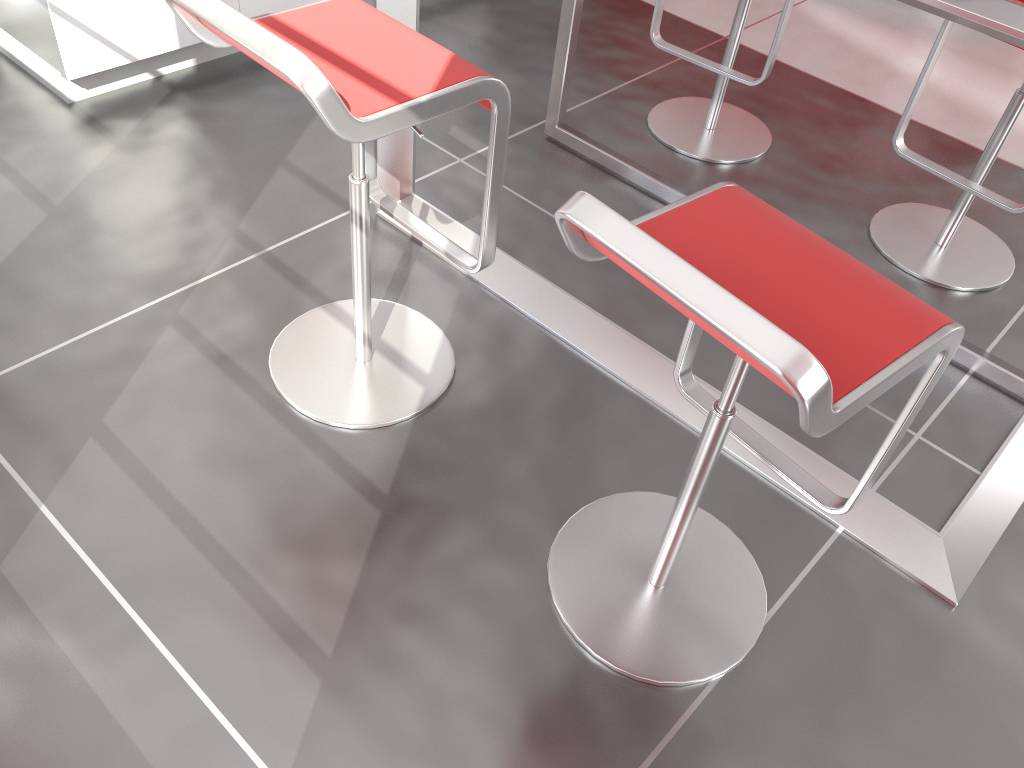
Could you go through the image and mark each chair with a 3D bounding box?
[{"bbox_3d":[-0.314,-0.344,1.729,0.460,0.857,0.418,-32,57,-33],"label":"chair"},{"bbox_3d":[1.324,-0.716,2.332,0.460,0.857,0.418,-30,56,-32],"label":"chair"},{"bbox_3d":[0.718,-1.165,2.693,0.418,0.857,0.460,32,50,22],"label":"chair"},{"bbox_3d":[0.303,0.087,1.386,0.460,0.857,0.418,-27,55,-30],"label":"chair"}]

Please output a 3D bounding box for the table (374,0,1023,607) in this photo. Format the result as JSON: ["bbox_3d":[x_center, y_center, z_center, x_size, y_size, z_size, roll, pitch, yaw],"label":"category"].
[{"bbox_3d":[0.563,-0.558,1.964,1.700,1.000,0.800,36,51,25],"label":"table"}]

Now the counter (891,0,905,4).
[{"bbox_3d":[2.014,-2.568,4.258,2.865,0.880,1.868,-6,46,-13],"label":"counter"}]

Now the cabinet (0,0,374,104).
[{"bbox_3d":[-0.881,-1.722,3.005,0.610,0.880,1.802,36,51,25],"label":"cabinet"}]
